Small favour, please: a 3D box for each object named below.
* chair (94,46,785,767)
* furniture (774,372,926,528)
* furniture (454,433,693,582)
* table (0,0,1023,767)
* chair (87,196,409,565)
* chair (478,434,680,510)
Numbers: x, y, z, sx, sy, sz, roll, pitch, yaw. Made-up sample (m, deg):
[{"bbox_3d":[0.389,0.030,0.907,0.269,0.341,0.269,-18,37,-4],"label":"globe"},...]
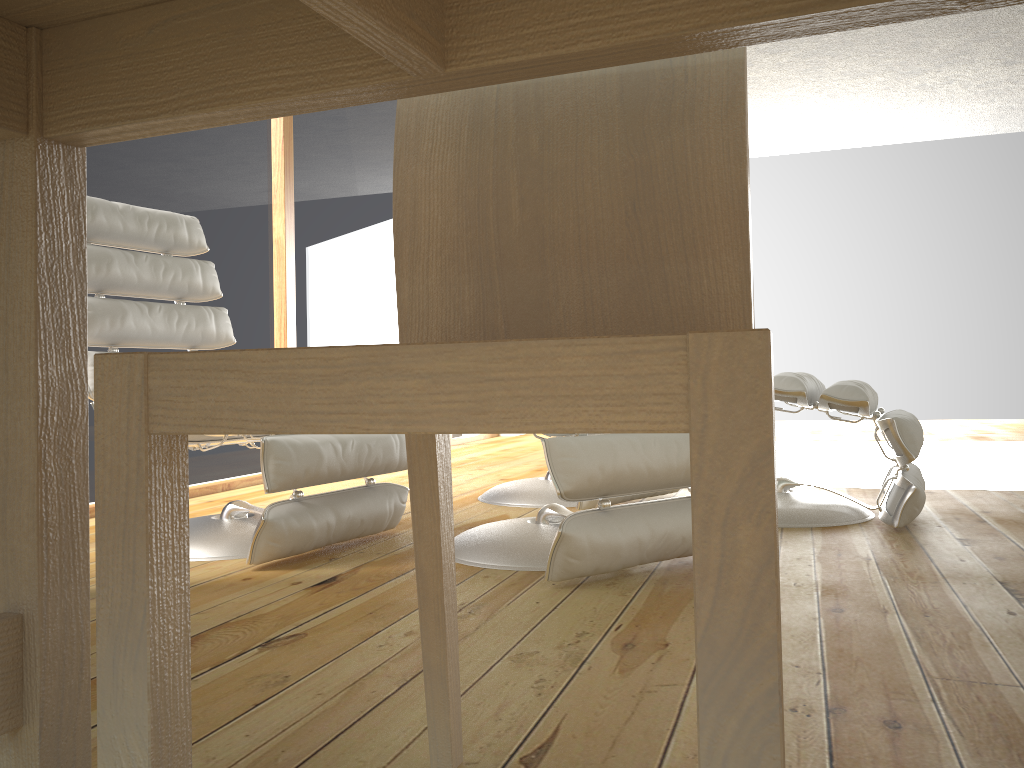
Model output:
[{"bbox_3d":[0.008,-0.095,0.731,0.404,1.018,0.506,-2,-1,18],"label":"chair"},{"bbox_3d":[0.862,0.169,2.667,0.686,0.440,0.569,-1,0,25],"label":"furniture"},{"bbox_3d":[0.129,0.187,2.160,0.569,0.440,0.685,-1,0,-36],"label":"furniture"},{"bbox_3d":[0.125,0.034,0.064,2.499,0.756,1.200,-1,0,21],"label":"table"},{"bbox_3d":[-0.787,-0.059,2.428,0.913,0.969,0.569,-2,-1,28],"label":"chair"},{"bbox_3d":[0.125,-0.081,3.199,0.913,0.969,0.569,-2,-1,43],"label":"chair"}]
